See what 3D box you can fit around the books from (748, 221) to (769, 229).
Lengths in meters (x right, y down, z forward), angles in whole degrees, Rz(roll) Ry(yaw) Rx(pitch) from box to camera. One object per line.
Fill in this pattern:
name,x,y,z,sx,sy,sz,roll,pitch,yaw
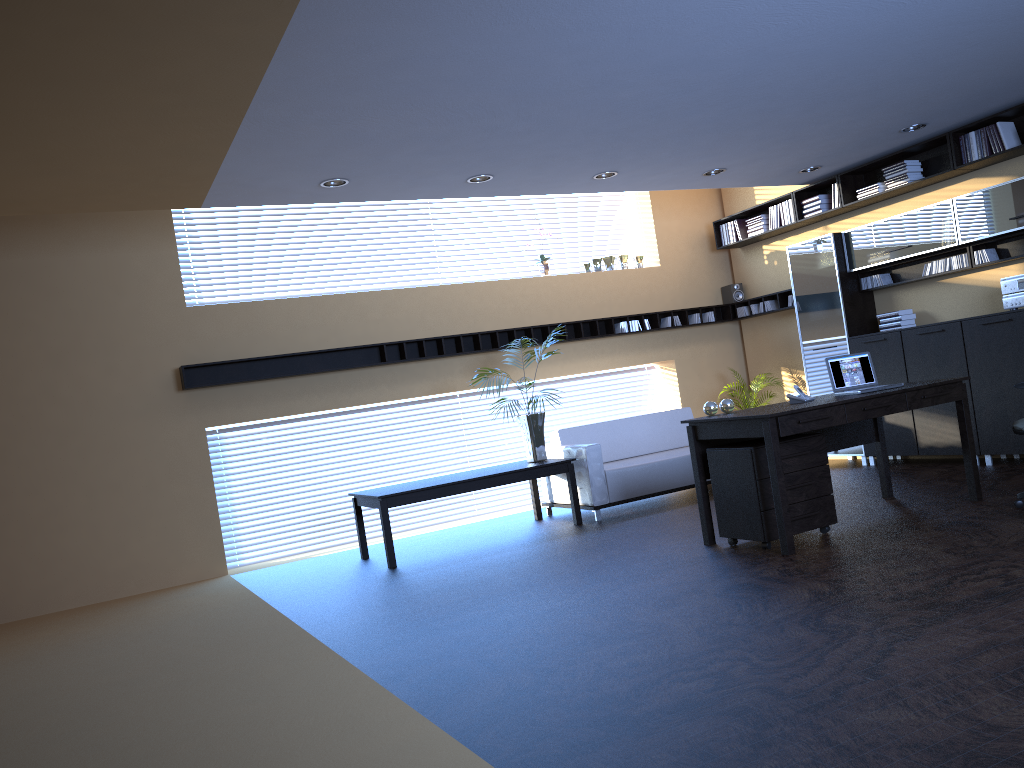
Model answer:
books,2.894,-1.835,10.239,0.207,0.028,0.259,-8,-1,-26

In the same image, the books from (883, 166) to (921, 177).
books,3.733,-2.036,8.485,0.207,0.028,0.259,-8,-1,-27

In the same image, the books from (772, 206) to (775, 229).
books,3.010,-1.871,9.957,0.207,0.260,0.075,-9,0,-26

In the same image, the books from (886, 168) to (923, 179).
books,3.751,-2.010,8.481,0.207,0.028,0.259,-8,-1,-27

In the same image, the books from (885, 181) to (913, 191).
books,3.753,-1.894,8.485,0.207,0.028,0.259,-8,-1,-27

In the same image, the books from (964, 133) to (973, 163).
books,4.080,-2.070,7.803,0.207,0.258,0.050,-9,0,-26

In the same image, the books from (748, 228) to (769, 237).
books,2.893,-1.742,10.236,0.207,0.050,0.259,-8,-1,-26

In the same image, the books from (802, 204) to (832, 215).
books,3.263,-1.864,9.458,0.207,0.050,0.259,-8,-1,-27

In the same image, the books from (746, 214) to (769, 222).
books,2.867,-1.917,10.253,0.207,0.028,0.259,-8,-1,-27

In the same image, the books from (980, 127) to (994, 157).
books,4.148,-2.083,7.663,0.207,0.258,0.050,-9,0,-26

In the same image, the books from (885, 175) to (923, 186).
books,3.752,-1.951,8.487,0.207,0.028,0.259,-8,-1,-27

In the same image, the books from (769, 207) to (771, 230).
books,2.989,-1.867,10.017,0.207,0.260,0.075,-9,0,-27

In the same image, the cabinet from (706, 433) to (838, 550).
cabinet,1.784,0.723,6.042,0.633,0.680,0.501,-9,0,-26

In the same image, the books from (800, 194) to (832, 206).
books,3.249,-1.965,9.468,0.207,0.050,0.259,-8,-1,-27

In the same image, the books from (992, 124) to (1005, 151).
books,4.199,-2.091,7.544,0.207,0.258,0.072,-9,0,-26

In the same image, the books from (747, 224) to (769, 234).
books,2.885,-1.793,10.247,0.207,0.050,0.259,-8,-1,-27

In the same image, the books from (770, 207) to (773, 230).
books,2.997,-1.868,9.986,0.207,0.260,0.075,-9,0,-27

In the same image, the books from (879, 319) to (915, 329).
books,3.815,-0.593,8.787,0.207,0.050,0.259,-8,-1,-26

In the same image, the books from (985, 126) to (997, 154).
books,4.175,-2.088,7.604,0.207,0.260,0.075,-9,0,-26

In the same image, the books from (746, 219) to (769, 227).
books,2.868,-1.860,10.240,0.207,0.028,0.259,-8,-1,-26

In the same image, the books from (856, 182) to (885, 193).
books,3.593,-1.950,8.801,0.207,0.028,0.259,-8,-1,-27

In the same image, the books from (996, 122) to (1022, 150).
books,4.210,-2.095,7.500,0.207,0.258,0.072,-9,0,-27

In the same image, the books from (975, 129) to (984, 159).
books,4.127,-2.079,7.710,0.207,0.258,0.050,-9,0,-26

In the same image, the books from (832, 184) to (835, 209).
books,3.398,-1.943,9.186,0.207,0.260,0.075,-9,0,-27

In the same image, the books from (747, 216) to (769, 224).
books,2.882,-1.891,10.235,0.207,0.028,0.259,-8,-1,-27

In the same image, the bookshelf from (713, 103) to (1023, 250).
bookshelf,3.739,-2.026,8.517,0.361,0.340,5.133,-9,-1,-26

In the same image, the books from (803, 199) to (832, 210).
books,3.270,-1.916,9.451,0.207,0.050,0.259,-8,-1,-27

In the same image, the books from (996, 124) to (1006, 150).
books,4.222,-2.097,7.532,0.207,0.258,0.072,-9,0,-26

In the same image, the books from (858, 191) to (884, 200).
books,3.601,-1.866,8.778,0.207,0.028,0.259,-8,-1,-26

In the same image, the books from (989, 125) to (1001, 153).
books,4.188,-2.091,7.575,0.207,0.260,0.075,-9,0,-26

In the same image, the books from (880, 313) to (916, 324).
books,3.821,-0.645,8.780,0.207,0.050,0.259,-8,-1,-26

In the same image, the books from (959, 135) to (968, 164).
books,4.058,-2.066,7.850,0.207,0.258,0.050,-9,0,-26

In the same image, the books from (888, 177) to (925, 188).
books,3.766,-1.925,8.470,0.207,0.028,0.259,-8,-1,-26

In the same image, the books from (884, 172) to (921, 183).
books,3.750,-1.979,8.512,0.207,0.028,0.259,-8,-1,-27

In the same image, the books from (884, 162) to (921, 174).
books,3.731,-2.064,8.473,0.207,0.028,0.259,-8,-1,-27

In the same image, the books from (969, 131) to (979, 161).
books,4.098,-2.074,7.754,0.207,0.258,0.050,-9,0,-26

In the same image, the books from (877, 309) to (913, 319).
books,3.795,-0.692,8.794,0.207,0.050,0.259,-8,-1,-27

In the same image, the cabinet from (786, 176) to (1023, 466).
cabinet,4.190,-0.484,7.959,0.489,2.399,3.882,-9,0,-26

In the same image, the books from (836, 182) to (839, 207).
books,3.418,-1.947,9.125,0.207,0.260,0.075,-9,0,-27

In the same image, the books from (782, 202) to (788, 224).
books,3.095,-1.887,9.798,0.207,0.258,0.050,-9,0,-27

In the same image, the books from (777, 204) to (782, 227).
books,3.052,-1.878,9.907,0.207,0.260,0.075,-9,0,-27

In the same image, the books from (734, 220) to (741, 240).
books,2.747,-1.821,10.513,0.207,0.260,0.075,-9,0,-27

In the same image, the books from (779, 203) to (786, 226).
books,3.072,-1.882,9.845,0.207,0.258,0.050,-9,0,-26

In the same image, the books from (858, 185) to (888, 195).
books,3.601,-1.923,8.780,0.207,0.028,0.259,-8,-1,-27

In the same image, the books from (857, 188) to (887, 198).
books,3.594,-1.893,8.788,0.207,0.028,0.259,-8,-1,-26

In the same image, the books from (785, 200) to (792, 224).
books,3.111,-1.890,9.748,0.207,0.258,0.050,-9,0,-26

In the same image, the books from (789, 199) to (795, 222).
books,3.134,-1.894,9.702,0.207,0.258,0.050,-9,0,-27

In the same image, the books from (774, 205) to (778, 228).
books,3.025,-1.874,9.929,0.207,0.260,0.075,-9,0,-27

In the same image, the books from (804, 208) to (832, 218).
books,3.280,-1.815,9.451,0.207,0.050,0.259,-8,-1,-27

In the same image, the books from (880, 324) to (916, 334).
books,3.823,-0.542,8.776,0.207,0.050,0.259,-8,-1,-26

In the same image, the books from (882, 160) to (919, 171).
books,3.720,-2.091,8.493,0.207,0.028,0.259,-8,-1,-26

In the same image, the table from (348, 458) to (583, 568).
table,-0.405,1.131,8.057,1.892,0.603,0.899,-8,-1,-26
